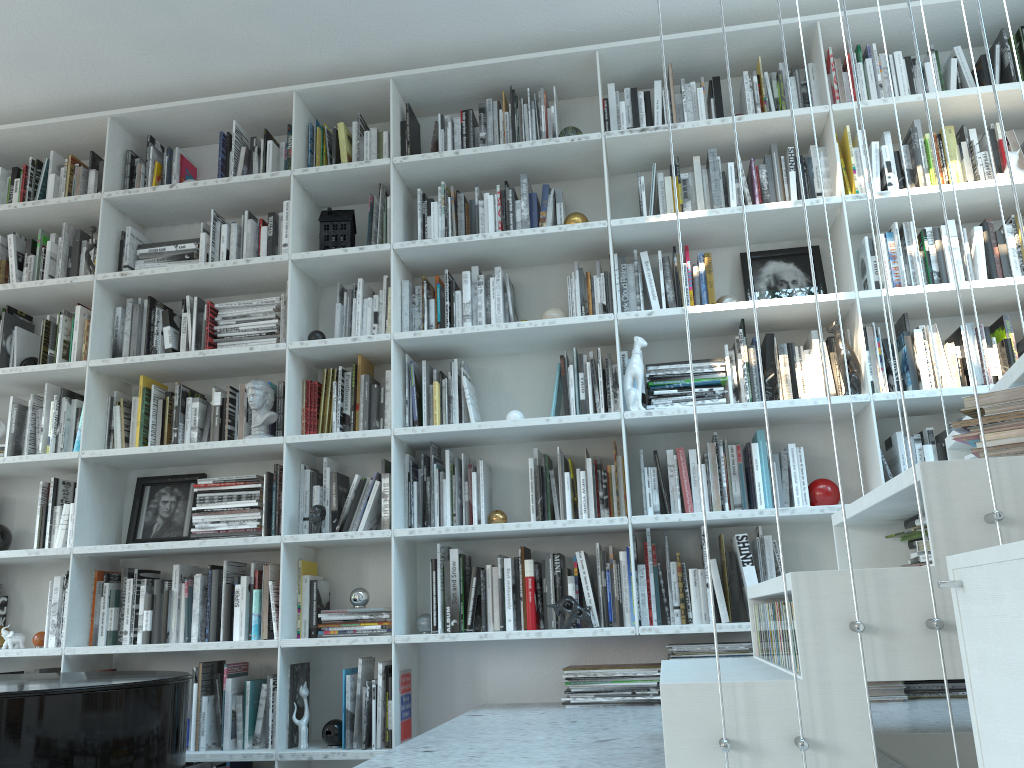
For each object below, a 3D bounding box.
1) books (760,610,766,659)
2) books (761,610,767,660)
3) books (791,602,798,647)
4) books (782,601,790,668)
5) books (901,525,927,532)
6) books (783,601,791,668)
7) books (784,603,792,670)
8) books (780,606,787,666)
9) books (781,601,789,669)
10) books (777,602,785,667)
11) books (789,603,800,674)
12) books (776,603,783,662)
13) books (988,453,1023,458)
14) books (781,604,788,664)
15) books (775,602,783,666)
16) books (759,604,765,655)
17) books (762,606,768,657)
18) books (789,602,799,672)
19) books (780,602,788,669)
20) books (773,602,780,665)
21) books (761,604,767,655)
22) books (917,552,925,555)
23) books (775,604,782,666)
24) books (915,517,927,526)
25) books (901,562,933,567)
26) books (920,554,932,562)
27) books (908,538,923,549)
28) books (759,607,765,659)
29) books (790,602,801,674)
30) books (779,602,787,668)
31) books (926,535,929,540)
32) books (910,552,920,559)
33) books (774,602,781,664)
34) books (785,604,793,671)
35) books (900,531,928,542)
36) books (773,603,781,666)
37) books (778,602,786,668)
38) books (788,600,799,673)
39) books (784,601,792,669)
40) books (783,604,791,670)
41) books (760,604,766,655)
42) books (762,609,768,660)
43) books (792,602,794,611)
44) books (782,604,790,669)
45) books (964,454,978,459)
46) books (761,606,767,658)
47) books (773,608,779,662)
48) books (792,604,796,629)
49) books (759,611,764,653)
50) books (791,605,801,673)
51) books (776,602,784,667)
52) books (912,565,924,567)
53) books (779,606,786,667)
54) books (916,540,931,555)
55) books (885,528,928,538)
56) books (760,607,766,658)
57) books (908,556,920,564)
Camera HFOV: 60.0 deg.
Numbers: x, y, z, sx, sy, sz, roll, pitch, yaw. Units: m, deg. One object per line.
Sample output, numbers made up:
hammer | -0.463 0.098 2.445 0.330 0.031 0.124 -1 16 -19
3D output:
books | 0.649 0.576 2.071 0.125 0.125 0.009 -4 -15 9
books | 0.646 0.570 2.049 0.125 0.125 0.008 -4 -15 9
books | 0.558 0.438 1.537 0.125 0.123 0.034 -4 -15 9
books | 0.580 0.470 1.666 0.125 0.125 0.007 -4 -15 9
books | 1.045 0.344 2.125 0.161 0.012 0.195 -4 -15 6
books | 0.577 0.466 1.652 0.125 0.125 0.008 -4 -15 9
books | 0.576 0.465 1.646 0.125 0.125 0.009 -4 -15 9
books | 0.586 0.480 1.706 0.125 0.125 0.008 -4 -15 9
books | 0.582 0.474 1.681 0.125 0.125 0.009 -4 -15 9
books | 0.593 0.490 1.744 0.125 0.125 0.012 -4 -15 9
books | 0.561 0.444 1.560 0.125 0.123 0.035 -4 -15 9
books | 0.596 0.495 1.761 0.125 0.125 0.009 -4 -15 9
books | 1.005 0.139 1.636 0.206 0.012 0.183 -13 -18 35
books | 0.584 0.476 1.690 0.125 0.125 0.010 -4 -15 9
books | 0.597 0.497 1.770 0.125 0.125 0.013 -4 -15 9
books | 0.650 0.578 2.078 0.125 0.125 0.009 -4 -15 9
books | 0.640 0.562 2.019 0.125 0.125 0.007 -4 -15 9
books | 0.563 0.446 1.567 0.125 0.123 0.034 -4 -15 9
books | 0.585 0.478 1.699 0.125 0.125 0.008 -4 -15 9
books | 0.605 0.508 1.813 0.125 0.125 0.009 -4 -15 9
books | 0.643 0.566 2.034 0.125 0.125 0.008 -4 -15 9
books | 0.999 0.348 1.898 0.184 0.013 0.226 -4 -15 6
books | 0.600 0.501 1.784 0.125 0.125 0.016 -4 -15 9
books | 0.996 0.286 1.914 0.177 0.014 0.194 -3 -15 4
books | 1.042 0.426 2.105 0.158 0.009 0.217 -3 -15 2
books | 1.000 0.363 1.895 0.175 0.016 0.208 -3 -15 4
books | 1.051 0.375 2.117 0.140 0.022 0.182 -3 -15 2
books | 0.652 0.580 2.086 0.125 0.125 0.007 -4 -15 9
books | 0.560 0.442 1.552 0.125 0.122 0.037 -4 -15 9
books | 0.588 0.482 1.713 0.125 0.125 0.007 -4 -15 9
books | 0.996 0.323 1.905 0.189 0.012 0.156 -5 -15 12
books | 1.052 0.402 2.110 0.145 0.015 0.166 -3 -15 4
books | 0.602 0.503 1.794 0.125 0.125 0.009 -4 -15 9
books | 0.574 0.461 1.632 0.125 0.125 0.010 -4 -15 9
books | 1.044 0.360 2.122 0.159 0.009 0.208 -3 -15 5
books | 0.603 0.506 1.804 0.125 0.125 0.011 -4 -15 9
books | 0.591 0.488 1.735 0.125 0.125 0.018 -4 -15 9
books | 0.566 0.449 1.585 0.125 0.125 0.011 -4 -15 9
books | 0.575 0.463 1.639 0.125 0.125 0.010 -4 -15 9
books | 0.578 0.468 1.659 0.125 0.125 0.008 -4 -15 9
books | 0.647 0.572 2.056 0.125 0.125 0.008 -4 -15 9
books | 0.642 0.564 2.026 0.125 0.125 0.008 -4 -15 9
books | 0.555 0.434 1.522 0.125 0.123 0.036 -4 -15 9
books | 0.581 0.472 1.673 0.125 0.125 0.007 -4 -15 9
books | 1.215 0.157 2.124 0.173 0.011 0.204 -3 -15 4
books | 0.644 0.568 2.041 0.125 0.125 0.008 -4 -15 9
books | 0.607 0.511 1.823 0.125 0.125 0.013 -4 -15 9
books | 0.556 0.436 1.530 0.125 0.123 0.035 -4 -15 9
books | 0.653 0.582 2.095 0.125 0.125 0.010 -4 -15 9
books | 0.559 0.439 1.544 0.125 0.123 0.034 -4 -15 9
books | 0.595 0.493 1.754 0.125 0.125 0.007 -4 -15 9
books | 1.035 0.434 2.105 0.189 0.007 0.196 -4 -15 6
books | 0.589 0.484 1.721 0.125 0.125 0.009 -4 -15 9
books | 0.866 0.300 1.646 0.172 0.019 0.240 -12 -18 33
books | 1.026 0.355 2.126 0.198 0.006 0.189 -4 -15 5
books | 0.648 0.574 2.063 0.125 0.125 0.007 -4 -15 9
books | 1.039 0.417 2.108 0.159 0.012 0.226 -7 -16 16
